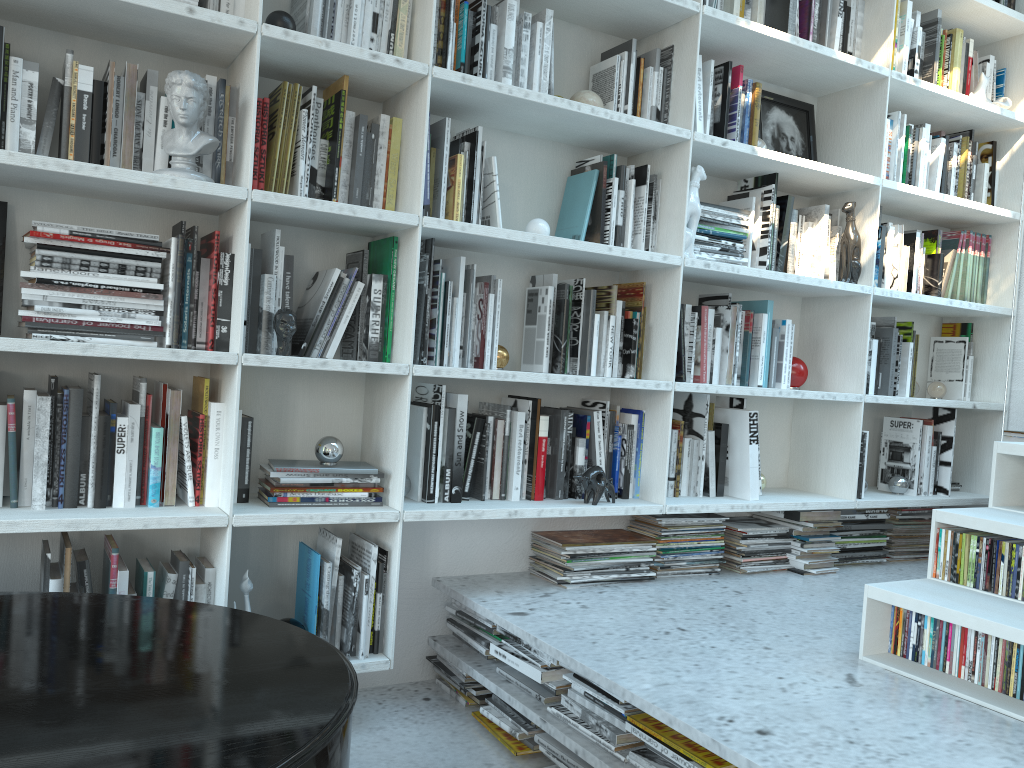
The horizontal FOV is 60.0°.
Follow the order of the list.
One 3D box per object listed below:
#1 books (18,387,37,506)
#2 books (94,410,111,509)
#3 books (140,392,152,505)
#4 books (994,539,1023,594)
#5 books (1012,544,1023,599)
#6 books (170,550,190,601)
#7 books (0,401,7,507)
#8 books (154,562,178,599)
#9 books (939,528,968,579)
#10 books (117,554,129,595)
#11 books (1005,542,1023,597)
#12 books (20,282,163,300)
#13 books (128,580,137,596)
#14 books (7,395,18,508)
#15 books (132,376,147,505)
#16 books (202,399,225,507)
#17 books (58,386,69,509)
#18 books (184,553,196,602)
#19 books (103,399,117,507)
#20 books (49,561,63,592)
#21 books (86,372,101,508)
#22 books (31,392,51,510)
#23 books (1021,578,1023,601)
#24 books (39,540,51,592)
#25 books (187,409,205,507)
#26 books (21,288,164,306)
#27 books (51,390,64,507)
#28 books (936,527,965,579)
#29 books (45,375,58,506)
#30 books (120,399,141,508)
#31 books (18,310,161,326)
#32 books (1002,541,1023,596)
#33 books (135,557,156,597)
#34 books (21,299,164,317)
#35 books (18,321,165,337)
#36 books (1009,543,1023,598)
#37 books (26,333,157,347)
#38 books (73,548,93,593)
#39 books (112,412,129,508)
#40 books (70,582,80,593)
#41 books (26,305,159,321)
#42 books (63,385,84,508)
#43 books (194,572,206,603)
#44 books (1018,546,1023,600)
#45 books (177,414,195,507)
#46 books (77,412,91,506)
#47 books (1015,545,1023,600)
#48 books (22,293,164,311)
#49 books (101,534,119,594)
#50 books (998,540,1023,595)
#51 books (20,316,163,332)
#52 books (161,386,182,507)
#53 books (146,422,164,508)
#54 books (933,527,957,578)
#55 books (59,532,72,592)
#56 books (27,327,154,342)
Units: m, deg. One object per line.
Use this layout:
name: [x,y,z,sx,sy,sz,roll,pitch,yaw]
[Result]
books: [-1.091,0.137,1.995,0.025,0.254,0.136,3,2,-30]
books: [-0.953,0.169,2.046,0.024,0.207,0.183,3,2,-30]
books: [-0.879,0.149,2.108,0.014,0.256,0.145,3,2,-30]
books: [1.188,0.431,2.100,0.125,0.125,0.010,3,2,-30]
books: [1.209,0.433,2.065,0.125,0.125,0.008,3,2,-30]
books: [-0.798,0.532,2.114,0.022,0.249,0.130,3,2,-30]
books: [-1.136,0.152,1.961,0.025,0.220,0.140,3,2,-30]
books: [-0.837,0.544,2.105,0.053,0.220,0.132,3,2,-30]
books: [1.117,0.424,2.224,0.125,0.125,0.009,3,2,-30]
books: [-0.905,0.528,2.028,0.022,0.244,0.180,3,2,-30]
books: [1.201,0.433,2.078,0.125,0.125,0.009,3,2,-30]
books: [-0.955,-0.208,2.025,0.285,0.012,0.159,3,1,-25]
books: [-0.891,0.560,2.060,0.036,0.183,0.146,3,2,-30]
books: [-1.109,0.145,1.968,0.031,0.237,0.158,3,2,-30]
books: [-0.886,0.130,2.094,0.014,0.294,0.137,3,2,-30]
books: [-0.738,0.162,2.157,0.033,0.246,0.176,3,2,-30]
books: [-1.022,0.138,2.011,0.010,0.261,0.181,3,2,-30]
books: [-0.781,0.538,2.116,0.010,0.239,0.167,3,2,-30]
books: [-0.941,0.156,2.065,0.014,0.235,0.154,3,2,-30]
books: [-1.025,0.528,1.974,0.025,0.230,0.176,3,2,-30]
books: [-0.967,0.124,2.038,0.012,0.297,0.177,3,2,-30]
books: [-1.056,0.144,1.984,0.026,0.245,0.191,3,2,-30]
books: [1.220,0.434,2.045,0.125,0.125,0.008,3,2,-30]
books: [-1.040,0.500,1.965,0.012,0.285,0.159,3,2,-30]
books: [-0.771,0.175,2.146,0.011,0.216,0.166,3,2,-30]
books: [-0.959,-0.196,2.031,0.285,0.012,0.159,3,1,-28]
books: [-1.036,0.142,2.015,0.011,0.252,0.158,3,2,-30]
books: [1.114,0.424,2.231,0.125,0.125,0.008,3,2,-30]
books: [-1.049,0.124,2.014,0.014,0.286,0.134,3,2,-30]
books: [-0.899,0.159,2.075,0.023,0.234,0.174,3,2,-30]
books: [-0.959,-0.149,2.027,0.285,0.012,0.159,3,1,-25]
books: [1.197,0.432,2.085,0.125,0.125,0.009,3,2,-30]
books: [-0.861,0.537,2.070,0.024,0.232,0.146,3,2,-30]
books: [-0.963,-0.173,2.036,0.285,0.012,0.159,3,1,-30]
books: [-0.961,-0.125,2.027,0.285,0.012,0.159,3,1,-35]
books: [1.205,0.433,2.071,0.125,0.125,0.007,3,2,-30]
books: [-0.964,-0.101,2.030,0.254,0.012,0.160,3,1,-34]
books: [-0.970,0.516,2.025,0.066,0.261,0.132,3,2,-30]
books: [-0.920,0.173,2.064,0.023,0.204,0.167,3,2,-30]
books: [-0.985,0.554,1.981,0.025,0.185,0.170,3,2,-30]
books: [-0.959,-0.161,2.027,0.254,0.012,0.160,3,1,-35]
books: [-1.002,0.138,2.014,0.028,0.264,0.161,3,2,-30]
books: [-0.767,0.560,2.128,0.027,0.196,0.146,3,2,-30]
books: [1.216,0.434,2.051,0.125,0.125,0.008,3,2,-30]
books: [-0.793,0.176,2.132,0.042,0.212,0.169,3,2,-30]
books: [-0.990,0.169,2.040,0.021,0.203,0.128,3,2,-30]
books: [1.212,0.434,2.058,0.125,0.125,0.008,3,2,-30]
books: [-0.961,-0.184,2.034,0.285,0.012,0.159,3,1,-29]
books: [-0.921,0.503,2.022,0.015,0.293,0.169,3,2,-30]
books: [1.193,0.432,2.092,0.125,0.125,0.007,3,2,-30]
books: [-0.965,-0.137,2.035,0.285,0.012,0.159,3,1,-31]
books: [-0.826,0.144,2.124,0.026,0.272,0.175,3,2,-30]
books: [-0.854,0.187,2.097,0.023,0.183,0.169,3,2,-30]
books: [1.110,0.423,2.238,0.125,0.125,0.008,3,2,-30]
books: [-0.999,0.494,1.972,0.013,0.303,0.181,3,2,-30]
books: [-0.965,-0.113,2.034,0.254,0.012,0.160,3,1,-28]
